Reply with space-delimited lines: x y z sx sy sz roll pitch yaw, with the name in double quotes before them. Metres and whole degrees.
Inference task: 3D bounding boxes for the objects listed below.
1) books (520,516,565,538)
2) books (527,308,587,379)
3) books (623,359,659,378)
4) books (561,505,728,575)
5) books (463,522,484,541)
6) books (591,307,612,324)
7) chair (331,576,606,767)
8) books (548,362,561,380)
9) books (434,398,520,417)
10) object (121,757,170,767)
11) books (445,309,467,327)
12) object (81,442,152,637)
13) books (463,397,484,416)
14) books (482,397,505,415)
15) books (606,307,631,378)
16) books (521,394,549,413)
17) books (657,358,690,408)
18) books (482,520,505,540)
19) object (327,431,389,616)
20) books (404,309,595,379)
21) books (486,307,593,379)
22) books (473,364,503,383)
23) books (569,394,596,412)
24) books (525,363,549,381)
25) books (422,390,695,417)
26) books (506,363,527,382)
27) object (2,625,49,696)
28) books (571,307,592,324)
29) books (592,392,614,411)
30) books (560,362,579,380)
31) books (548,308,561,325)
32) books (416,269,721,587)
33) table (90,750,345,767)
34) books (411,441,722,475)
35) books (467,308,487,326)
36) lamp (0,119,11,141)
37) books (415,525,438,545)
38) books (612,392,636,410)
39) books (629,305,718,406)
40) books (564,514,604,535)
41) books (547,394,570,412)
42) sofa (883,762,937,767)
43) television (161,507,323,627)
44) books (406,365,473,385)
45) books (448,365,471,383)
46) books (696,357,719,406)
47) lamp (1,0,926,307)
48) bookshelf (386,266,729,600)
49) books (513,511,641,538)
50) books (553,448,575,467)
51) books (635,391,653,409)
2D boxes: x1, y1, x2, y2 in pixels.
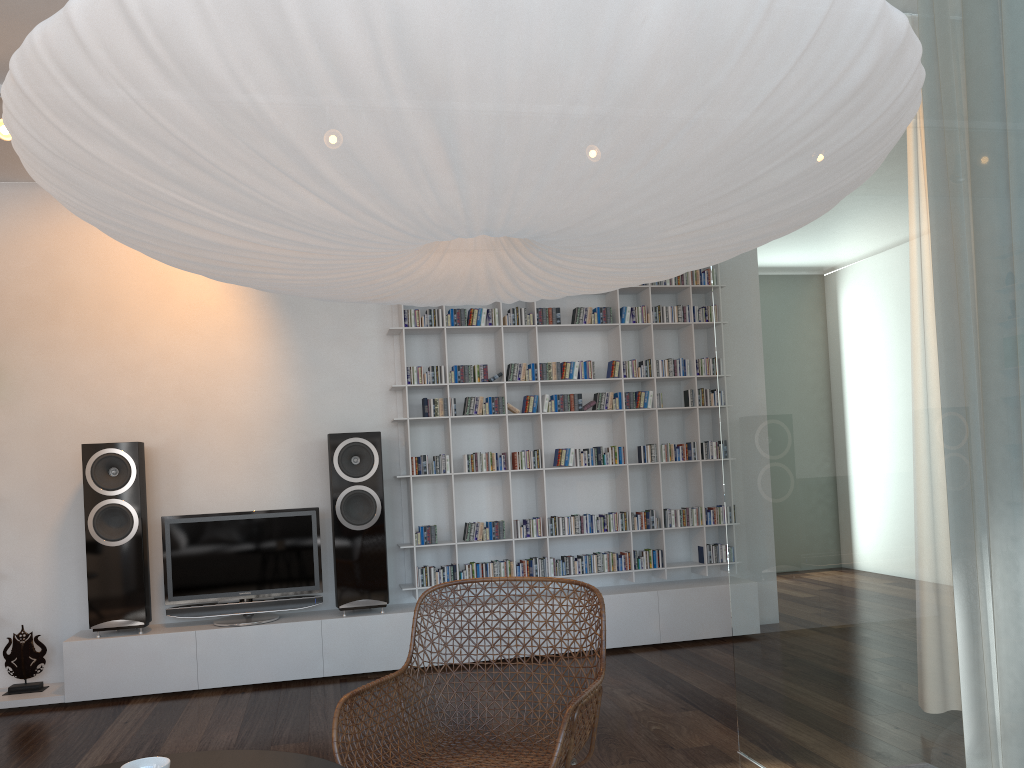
"books" 0.171 0.842 5.224 0.268 0.112 0.100 -2 -3 -14
"books" 0.260 -0.232 5.279 0.350 0.430 0.100 -2 -2 -13
"books" 0.770 -0.089 5.384 0.232 0.112 0.102 -2 -3 -12
"books" 0.834 0.939 5.366 1.132 0.348 0.115 -2 -2 -12
"books" -0.223 0.857 5.135 0.118 0.108 0.090 -2 -3 -12
"books" 0.532 -0.404 5.342 0.132 0.104 0.100 -2 -3 -14
"chair" -0.085 0.982 2.679 0.719 0.707 0.687 -4 -4 20
"books" 0.244 -0.071 5.267 0.074 0.108 0.090 -2 -3 -12
"books" -0.203 0.133 5.163 0.503 0.105 0.090 -2 -3 -12
"object" -0.720 0.785 1.764 0.091 0.069 0.139 -3 -5 -1
"books" -0.332 -0.378 5.152 0.132 0.104 0.100 -2 -3 -14
"object" -2.087 0.819 4.706 0.295 1.000 0.281 -3 -2 -12
"books" -0.226 0.130 5.158 0.118 0.108 0.090 -2 -3 -12
"books" -0.113 0.132 5.183 0.132 0.104 0.100 -2 -3 -14
"books" 0.647 -0.247 5.361 0.156 0.430 0.090 -3 -1 -12
"books" 0.139 0.121 5.238 0.157 0.110 0.090 -2 -3 -12
"books" 0.970 -0.002 5.427 0.230 0.299 0.115 -2 -2 -12
"books" -0.110 0.854 5.161 0.132 0.104 0.100 -2 -3 -14
"object" -0.865 0.780 4.974 0.295 1.000 0.281 -3 -2 -12
"books" -0.068 -0.223 5.205 1.123 0.430 0.102 -2 -2 -12
"books" 0.164 -0.234 5.257 0.620 0.437 0.101 -2 -2 -13
"books" -0.140 -0.057 5.183 0.163 0.106 0.090 -2 -3 -12
"books" 0.419 0.114 5.299 0.163 0.106 0.090 -2 -3 -12
"books" 0.141 -0.066 5.245 0.139 0.104 0.100 -2 -3 -14
"books" 0.234 -0.256 5.274 1.752 0.856 0.115 -2 -1 -12
"books" 0.025 -0.064 5.219 0.118 0.108 0.090 -2 -3 -12
"object" -2.550 1.433 4.628 0.212 0.349 0.122 -3 -2 -12
"books" 0.419 -0.402 5.316 0.118 0.108 0.090 -2 -3 -12
"books" 0.548 0.108 5.328 0.118 0.108 0.090 -2 -3 -12
"books" 0.338 -0.075 5.288 0.118 0.108 0.090 -2 -3 -12
"books" 0.245 -0.396 5.278 0.074 0.104 0.090 -2 -3 -12
"books" 0.357 0.220 5.286 1.951 1.816 0.115 -2 -1 -12
"table" -0.678 1.039 1.609 0.846 0.471 0.851 -2 -5 -10
"books" 0.358 0.438 5.279 1.923 0.114 0.115 -2 -4 -12
"books" -0.207 -0.383 5.179 0.118 0.108 0.090 -2 -3 -12
"lamp" -2.044 -1.089 3.635 0.085 0.238 0.252 -3 -3 -7
"books" -0.498 0.866 5.076 0.132 0.104 0.100 -2 -3 -14
"books" 0.668 0.105 5.355 0.144 0.104 0.099 -2 -3 -14
"books" 1.008 -0.166 5.440 0.568 0.625 0.115 -2 -1 -12
"books" 0.419 0.834 5.279 0.234 0.112 0.115 -2 -4 -12
"books" 0.272 0.118 5.268 0.132 0.104 0.100 -2 -3 -14
"sofa" -0.358 0.830 0.627 3.065 0.670 2.049 -2 -5 -12
"television" -1.463 0.999 4.848 0.789 0.599 0.346 -3 -2 6
"books" -0.422 -0.048 5.122 0.383 0.104 0.102 -2 -3 -12
"books" -0.311 -0.052 5.146 0.132 0.104 0.100 -2 -3 -14
"books" 1.210 -0.010 5.479 0.183 0.299 0.115 -3 -2 -12
"lamp" -0.065 -0.309 1.584 1.473 0.209 1.472 -5 -6 24
"bookshelf" 0.325 0.171 5.331 2.083 2.069 0.227 -2 -1 -12
"books" 0.390 0.835 5.273 0.764 0.112 0.115 -2 -4 -12
"books" 0.310 0.438 5.265 0.118 0.108 0.090 -2 -3 -12
"books" 0.795 0.099 5.382 0.118 0.108 0.090 -2 -3 -12
